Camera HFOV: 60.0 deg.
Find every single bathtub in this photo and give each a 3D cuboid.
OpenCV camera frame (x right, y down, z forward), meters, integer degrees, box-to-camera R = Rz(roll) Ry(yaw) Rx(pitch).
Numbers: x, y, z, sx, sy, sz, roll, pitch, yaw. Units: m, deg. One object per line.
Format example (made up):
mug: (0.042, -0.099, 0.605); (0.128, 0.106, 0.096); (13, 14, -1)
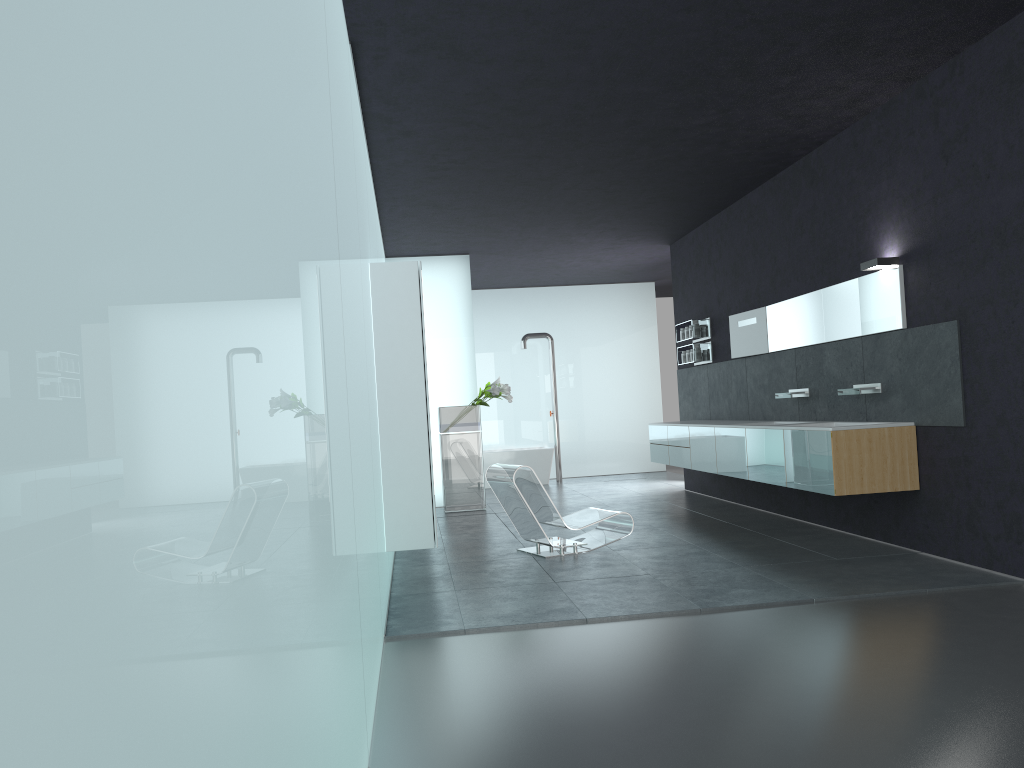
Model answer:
bathtub: (-0.244, 1.472, 16.525); (1.977, 0.858, 0.961); (-3, -1, -7)

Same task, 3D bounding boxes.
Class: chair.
chair: (0.466, 1.174, 8.602); (1.260, 0.871, 0.629); (-3, -1, -25)

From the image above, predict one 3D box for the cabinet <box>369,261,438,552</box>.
cabinet: (-1.170, 0.279, 9.784); (0.398, 2.215, 6.007); (-3, -2, -7)

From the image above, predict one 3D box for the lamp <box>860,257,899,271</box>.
lamp: (3.129, -1.022, 7.546); (0.198, 0.066, 0.277); (-3, -2, -7)

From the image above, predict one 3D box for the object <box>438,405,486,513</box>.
object: (-0.730, 1.065, 12.813); (0.585, 1.491, 0.575); (-3, -1, -7)

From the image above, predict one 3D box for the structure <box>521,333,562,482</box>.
structure: (0.552, 0.473, 16.629); (0.642, 2.871, 0.123); (-3, -1, -7)

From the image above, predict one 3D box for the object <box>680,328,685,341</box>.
object: (2.466, -0.708, 12.738); (0.096, 0.184, 0.068); (-3, -1, -15)

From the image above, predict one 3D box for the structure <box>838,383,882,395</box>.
structure: (3.124, 0.049, 8.007); (0.186, 0.088, 0.482); (-3, -2, -7)

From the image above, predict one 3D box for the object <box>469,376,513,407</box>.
object: (-0.484, 0.277, 12.702); (1.024, 0.779, 0.975); (-3, -1, -14)

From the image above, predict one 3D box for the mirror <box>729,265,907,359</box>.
mirror: (3.026, -0.657, 9.214); (0.109, 0.532, 3.724); (-3, -2, -8)

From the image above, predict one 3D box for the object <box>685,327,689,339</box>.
object: (2.491, -0.716, 12.525); (0.096, 0.184, 0.068); (-3, -1, 2)

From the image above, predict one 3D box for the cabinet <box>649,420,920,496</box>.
cabinet: (2.660, 0.717, 10.034); (0.734, 0.556, 5.586); (-3, -2, -7)

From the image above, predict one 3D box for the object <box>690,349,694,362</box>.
object: (2.531, -0.396, 12.335); (0.096, 0.184, 0.068); (-3, -1, -8)

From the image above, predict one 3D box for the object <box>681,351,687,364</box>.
object: (2.486, -0.381, 12.735); (0.096, 0.184, 0.068); (-3, -1, -15)

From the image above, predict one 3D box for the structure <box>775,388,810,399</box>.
structure: (2.964, 0.102, 9.416); (0.186, 0.088, 0.482); (-3, -2, -7)

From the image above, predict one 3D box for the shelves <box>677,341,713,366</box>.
shelves: (2.565, -0.417, 12.462); (0.265, 0.285, 0.770); (-3, -2, -7)

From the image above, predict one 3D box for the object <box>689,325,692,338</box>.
object: (2.512, -0.723, 12.338); (0.096, 0.184, 0.068); (-3, -1, -8)

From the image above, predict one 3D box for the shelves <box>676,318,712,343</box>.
shelves: (2.545, -0.744, 12.465); (0.265, 0.285, 0.770); (-3, -2, -7)

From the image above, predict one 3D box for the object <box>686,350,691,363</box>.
object: (2.510, -0.389, 12.522); (0.096, 0.184, 0.068); (-3, -1, 2)
